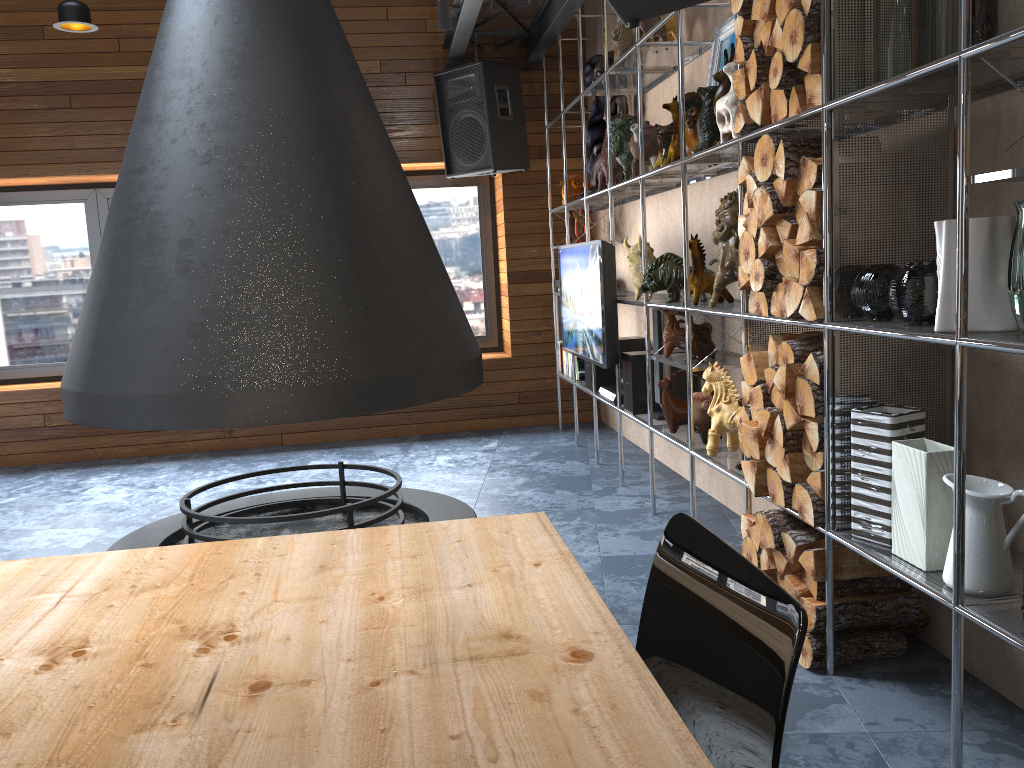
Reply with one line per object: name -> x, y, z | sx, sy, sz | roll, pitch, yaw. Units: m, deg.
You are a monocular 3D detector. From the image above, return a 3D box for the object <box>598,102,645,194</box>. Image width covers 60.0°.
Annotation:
object -> 0.564, -1.258, 4.758 | 0.219, 0.440, 0.463 | -4, 8, -8

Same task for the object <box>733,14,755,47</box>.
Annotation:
object -> 0.858, -1.107, 2.769 | 0.308, 0.120, 0.098 | -3, 7, -3

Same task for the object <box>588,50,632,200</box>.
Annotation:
object -> 0.562, -1.522, 5.211 | 0.305, 0.839, 0.237 | -4, 7, -5

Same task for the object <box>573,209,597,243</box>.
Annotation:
object -> 0.483, -1.038, 5.846 | 0.060, 0.223, 0.267 | 3, 9, 38

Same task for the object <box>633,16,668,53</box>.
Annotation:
object -> 0.614, -1.653, 3.998 | 0.208, 0.280, 0.131 | -7, 8, -25

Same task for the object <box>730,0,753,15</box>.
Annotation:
object -> 0.839, -1.206, 2.713 | 0.312, 0.150, 0.140 | -4, 7, -4

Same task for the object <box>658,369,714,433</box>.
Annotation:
object -> 0.774, 0.072, 3.942 | 0.249, 0.290, 0.114 | -1, 8, 18

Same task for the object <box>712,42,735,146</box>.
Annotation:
object -> 0.814, -1.021, 3.157 | 0.198, 0.358, 0.116 | -3, 7, 0

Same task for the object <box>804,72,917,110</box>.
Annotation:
object -> 0.952, -0.800, 2.398 | 0.287, 0.112, 0.126 | -4, 8, -7

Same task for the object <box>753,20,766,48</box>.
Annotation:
object -> 0.890, -1.089, 2.697 | 0.290, 0.153, 0.112 | -4, 7, -5

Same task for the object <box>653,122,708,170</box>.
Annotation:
object -> 0.756, -1.032, 3.860 | 0.272, 0.207, 0.137 | -4, 7, -4

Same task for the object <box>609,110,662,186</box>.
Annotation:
object -> 0.609, -1.165, 4.363 | 0.255, 0.356, 0.167 | -2, 8, 11

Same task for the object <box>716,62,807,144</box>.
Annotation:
object -> 0.850, -0.962, 2.999 | 0.314, 0.280, 0.151 | -4, 8, -9

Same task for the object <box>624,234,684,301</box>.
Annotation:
object -> 0.685, -0.555, 4.213 | 0.325, 0.309, 0.154 | -6, 8, -23

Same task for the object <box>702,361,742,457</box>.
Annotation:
object -> 0.878, 0.102, 3.357 | 0.170, 0.363, 0.375 | -10, 10, -42

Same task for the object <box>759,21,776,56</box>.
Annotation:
object -> 0.908, -1.022, 2.610 | 0.330, 0.098, 0.107 | -4, 7, -4

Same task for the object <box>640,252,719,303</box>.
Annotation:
object -> 0.763, -0.469, 3.878 | 0.403, 0.221, 0.192 | 1, 9, 29

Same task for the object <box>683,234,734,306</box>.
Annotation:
object -> 0.820, -0.471, 3.622 | 0.290, 0.290, 0.097 | -7, 8, -27

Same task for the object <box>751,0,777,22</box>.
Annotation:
object -> 0.870, -1.100, 2.545 | 0.321, 0.128, 0.164 | -4, 8, -7

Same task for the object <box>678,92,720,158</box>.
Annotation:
object -> 0.771, -1.022, 3.518 | 0.227, 0.270, 0.123 | -4, 7, -8

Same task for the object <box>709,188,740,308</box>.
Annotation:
object -> 0.871, -0.498, 3.201 | 0.210, 0.450, 0.405 | -5, 8, -15

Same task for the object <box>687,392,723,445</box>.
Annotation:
object -> 0.807, 0.132, 3.712 | 0.119, 0.220, 0.212 | 1, 8, 26

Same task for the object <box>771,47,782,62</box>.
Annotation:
object -> 0.915, -0.942, 2.593 | 0.288, 0.118, 0.147 | -4, 7, -4

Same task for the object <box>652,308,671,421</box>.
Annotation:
object -> 0.732, -0.099, 4.275 | 0.112, 0.533, 0.112 | -4, 7, -8

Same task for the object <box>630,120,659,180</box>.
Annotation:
object -> 0.632, -1.092, 4.137 | 0.164, 0.266, 0.237 | -2, 8, 9

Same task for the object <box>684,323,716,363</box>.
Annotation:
object -> 0.790, -0.177, 3.714 | 0.105, 0.168, 0.210 | 2, 9, 32

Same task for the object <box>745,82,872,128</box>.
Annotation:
object -> 0.916, -0.848, 2.717 | 0.362, 0.131, 0.154 | -4, 8, -8

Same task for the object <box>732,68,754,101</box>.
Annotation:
object -> 0.869, -0.950, 2.807 | 0.321, 0.109, 0.110 | -4, 8, -8

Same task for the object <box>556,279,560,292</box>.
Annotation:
object -> 0.490, -0.682, 6.004 | 0.320, 0.114, 0.405 | -4, 8, -8

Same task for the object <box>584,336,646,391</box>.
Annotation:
object -> 0.629, -0.125, 5.415 | 0.343, 0.303, 0.175 | -4, 7, -8

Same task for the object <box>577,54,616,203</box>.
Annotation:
object -> 0.503, -1.575, 5.468 | 0.244, 0.879, 0.244 | 0, 8, 21

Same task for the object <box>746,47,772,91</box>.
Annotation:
object -> 0.883, -0.970, 2.691 | 0.329, 0.135, 0.095 | -4, 7, -4

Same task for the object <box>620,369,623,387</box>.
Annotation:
object -> 0.670, -0.023, 4.956 | 0.080, 0.101, 0.223 | -4, 8, -8

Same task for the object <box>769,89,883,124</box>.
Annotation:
object -> 0.918, -0.827, 2.592 | 0.299, 0.114, 0.135 | -4, 7, -5

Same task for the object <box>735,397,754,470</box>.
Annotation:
object -> 0.890, 0.132, 3.144 | 0.198, 0.358, 0.116 | -5, 8, -15

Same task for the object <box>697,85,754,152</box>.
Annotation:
object -> 0.820, -0.989, 3.321 | 0.253, 0.249, 0.126 | -3, 7, -3

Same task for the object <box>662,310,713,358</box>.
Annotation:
object -> 0.779, -0.227, 3.935 | 0.217, 0.214, 0.108 | -1, 8, 17

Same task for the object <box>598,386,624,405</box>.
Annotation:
object -> 0.680, 0.055, 4.967 | 0.325, 0.058, 0.360 | -4, 8, -8

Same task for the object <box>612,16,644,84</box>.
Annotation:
object -> 0.608, -1.831, 4.698 | 0.207, 0.442, 0.328 | -5, 8, -14

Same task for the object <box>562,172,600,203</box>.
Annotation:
object -> 0.463, -1.275, 5.785 | 0.278, 0.222, 0.138 | -3, 7, 3

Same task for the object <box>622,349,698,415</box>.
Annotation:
object -> 0.755, -0.015, 4.527 | 0.343, 0.303, 0.175 | -4, 7, -8

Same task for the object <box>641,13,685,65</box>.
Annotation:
object -> 0.708, -1.786, 4.260 | 0.215, 0.458, 0.328 | -3, 7, -3

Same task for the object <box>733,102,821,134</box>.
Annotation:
object -> 0.878, -0.855, 2.811 | 0.330, 0.105, 0.107 | -4, 7, -5

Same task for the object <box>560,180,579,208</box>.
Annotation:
object -> 0.424, -1.305, 6.030 | 0.233, 0.209, 0.107 | -6, 8, -21

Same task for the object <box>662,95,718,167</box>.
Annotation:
object -> 0.768, -1.050, 3.686 | 0.290, 0.290, 0.097 | -4, 7, -9

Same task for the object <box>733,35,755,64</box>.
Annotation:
object -> 0.869, -1.041, 2.780 | 0.331, 0.110, 0.107 | -4, 7, -6

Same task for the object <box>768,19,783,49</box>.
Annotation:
object -> 0.904, -0.998, 2.531 | 0.331, 0.110, 0.101 | -4, 8, -9

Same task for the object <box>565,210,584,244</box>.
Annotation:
object -> 0.450, -1.066, 6.042 | 0.116, 0.229, 0.233 | 2, 9, 32
